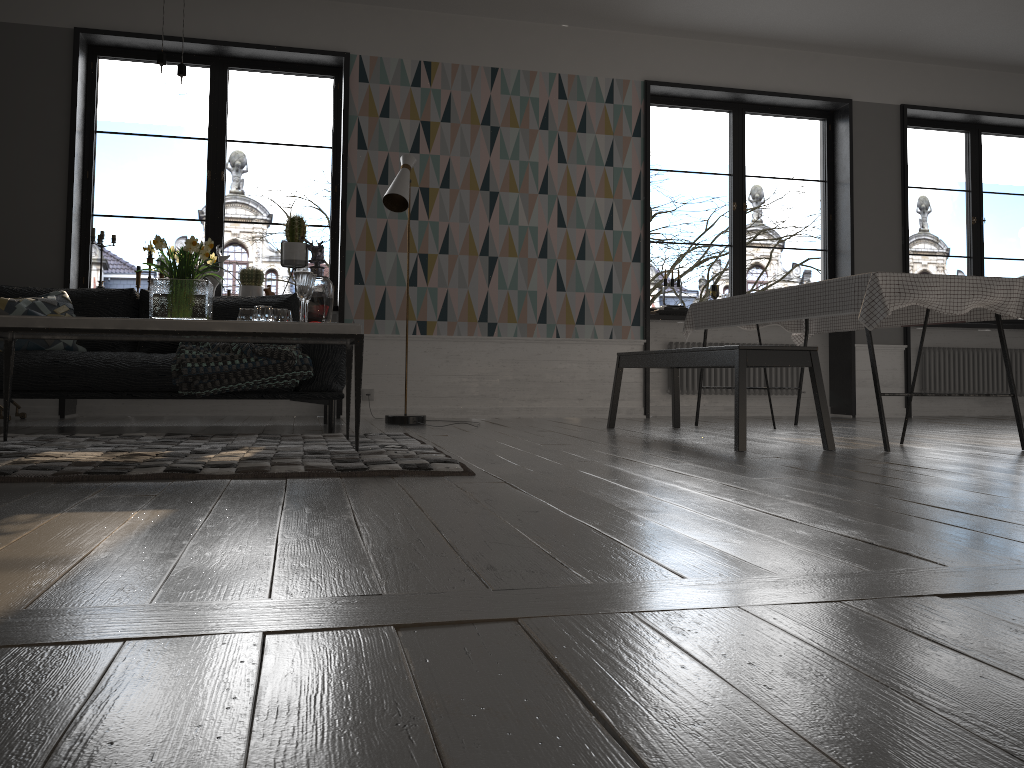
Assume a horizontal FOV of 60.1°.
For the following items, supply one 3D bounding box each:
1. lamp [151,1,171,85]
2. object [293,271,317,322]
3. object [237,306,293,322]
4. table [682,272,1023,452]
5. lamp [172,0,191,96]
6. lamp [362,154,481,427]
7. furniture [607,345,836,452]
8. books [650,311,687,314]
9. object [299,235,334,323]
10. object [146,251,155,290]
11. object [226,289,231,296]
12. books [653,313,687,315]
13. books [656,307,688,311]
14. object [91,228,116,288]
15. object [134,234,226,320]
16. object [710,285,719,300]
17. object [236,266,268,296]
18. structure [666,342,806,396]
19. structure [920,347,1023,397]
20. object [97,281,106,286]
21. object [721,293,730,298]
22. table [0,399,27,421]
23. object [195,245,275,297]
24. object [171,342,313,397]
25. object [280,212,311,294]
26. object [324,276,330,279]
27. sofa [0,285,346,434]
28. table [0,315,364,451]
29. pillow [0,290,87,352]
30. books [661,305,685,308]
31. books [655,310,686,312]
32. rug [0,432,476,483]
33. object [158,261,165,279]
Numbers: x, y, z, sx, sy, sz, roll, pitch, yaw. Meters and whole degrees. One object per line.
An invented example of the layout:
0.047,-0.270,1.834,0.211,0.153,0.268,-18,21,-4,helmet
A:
-0.942,-1.964,3.127,0.074,1.541,1.394,4,-3,-44,lamp
-0.871,-0.353,3.719,0.082,0.228,0.167,1,-2,-2,object
-1.030,-0.283,3.819,0.246,0.087,0.279,0,0,-36,object
1.757,-0.109,4.847,0.931,0.786,2.022,1,0,-14,table
-0.912,-1.965,3.262,0.074,1.541,1.394,4,-3,-44,lamp
-0.574,-0.604,5.838,0.679,1.708,1.243,1,-2,-15,lamp
0.996,0.050,4.627,0.465,0.457,1.667,1,0,-13,furniture
1.227,-0.557,6.975,0.271,0.019,0.183,0,1,-14,books
-0.868,-0.453,3.940,0.148,0.418,0.155,0,-3,6,object
-2.492,-0.755,6.086,0.123,0.376,0.123,1,-3,-9,object
-1.983,-0.612,6.197,0.123,0.099,0.122,0,-1,9,object
1.226,-0.543,6.967,0.268,0.011,0.161,1,1,-11,books
1.261,-0.588,6.973,0.198,0.022,0.162,0,1,-12,books
-2.807,-0.814,6.014,0.162,0.492,0.144,-1,-3,23,object
-1.357,-0.420,3.617,0.351,0.352,0.324,1,-2,-11,object
1.560,-0.663,7.044,0.194,0.258,0.115,1,-3,-3,object
-1.853,-0.705,6.290,0.234,0.284,0.213,2,-2,-39,object
1.833,-0.122,7.229,1.222,0.430,0.148,1,-3,-15,structure
4.113,-0.103,7.770,1.222,0.430,0.148,1,-3,-15,structure
-2.829,-0.646,6.082,0.084,0.152,0.084,1,-2,-10,object
1.798,-0.628,7.109,0.268,0.193,0.153,1,-2,-13,object
-3.429,-0.115,5.465,0.742,0.682,0.338,1,-3,-13,table
-1.994,-0.763,6.212,0.662,0.411,0.134,1,-3,-12,object
-1.419,-0.111,4.653,0.666,0.330,0.489,1,-1,-18,object
-1.540,-0.896,6.269,0.235,0.673,0.228,3,-4,-43,object
-1.369,-0.661,6.270,0.171,0.204,0.246,1,-1,-11,object
-2.075,-0.143,4.798,2.339,0.800,0.968,1,-1,-14,sofa
-1.361,0.013,3.567,1.455,0.512,0.731,1,-1,-13,table
-2.665,-0.327,4.613,0.797,0.363,0.443,1,-1,-31,pillow
1.266,-0.608,6.971,0.153,0.017,0.123,0,1,-12,books
1.236,-0.572,6.974,0.216,0.011,0.174,1,1,-8,books
-1.547,0.254,3.348,2.525,0.034,1.767,0,1,-13,rug
-2.435,-0.717,6.150,0.075,0.302,0.075,0,-3,17,object
